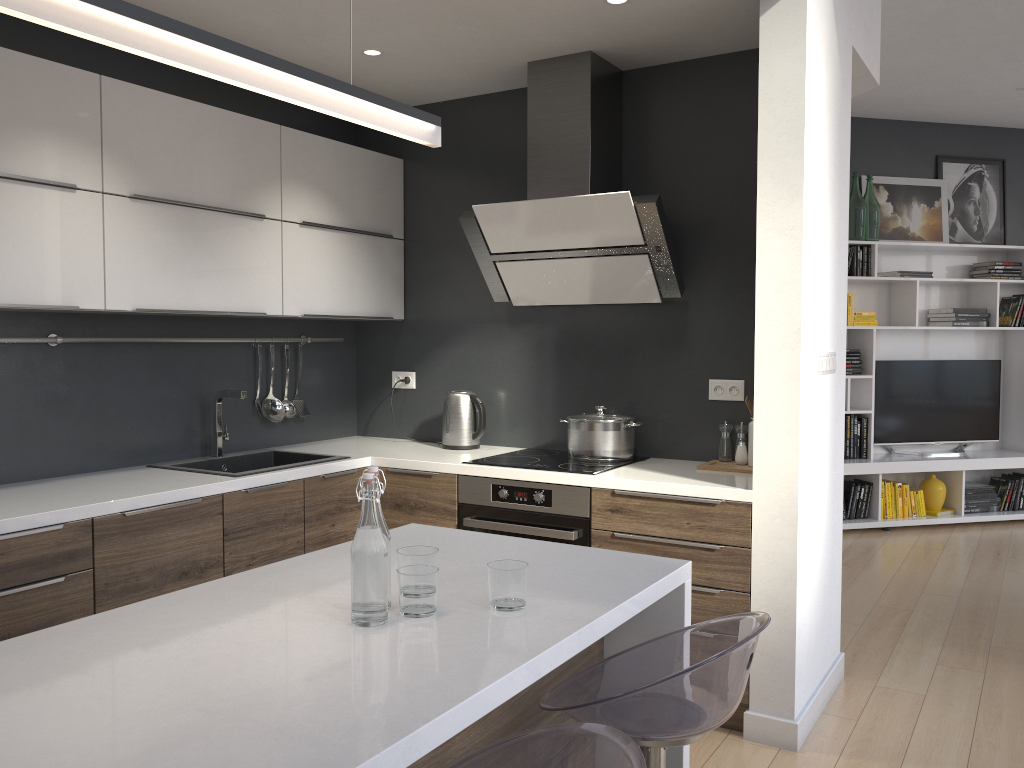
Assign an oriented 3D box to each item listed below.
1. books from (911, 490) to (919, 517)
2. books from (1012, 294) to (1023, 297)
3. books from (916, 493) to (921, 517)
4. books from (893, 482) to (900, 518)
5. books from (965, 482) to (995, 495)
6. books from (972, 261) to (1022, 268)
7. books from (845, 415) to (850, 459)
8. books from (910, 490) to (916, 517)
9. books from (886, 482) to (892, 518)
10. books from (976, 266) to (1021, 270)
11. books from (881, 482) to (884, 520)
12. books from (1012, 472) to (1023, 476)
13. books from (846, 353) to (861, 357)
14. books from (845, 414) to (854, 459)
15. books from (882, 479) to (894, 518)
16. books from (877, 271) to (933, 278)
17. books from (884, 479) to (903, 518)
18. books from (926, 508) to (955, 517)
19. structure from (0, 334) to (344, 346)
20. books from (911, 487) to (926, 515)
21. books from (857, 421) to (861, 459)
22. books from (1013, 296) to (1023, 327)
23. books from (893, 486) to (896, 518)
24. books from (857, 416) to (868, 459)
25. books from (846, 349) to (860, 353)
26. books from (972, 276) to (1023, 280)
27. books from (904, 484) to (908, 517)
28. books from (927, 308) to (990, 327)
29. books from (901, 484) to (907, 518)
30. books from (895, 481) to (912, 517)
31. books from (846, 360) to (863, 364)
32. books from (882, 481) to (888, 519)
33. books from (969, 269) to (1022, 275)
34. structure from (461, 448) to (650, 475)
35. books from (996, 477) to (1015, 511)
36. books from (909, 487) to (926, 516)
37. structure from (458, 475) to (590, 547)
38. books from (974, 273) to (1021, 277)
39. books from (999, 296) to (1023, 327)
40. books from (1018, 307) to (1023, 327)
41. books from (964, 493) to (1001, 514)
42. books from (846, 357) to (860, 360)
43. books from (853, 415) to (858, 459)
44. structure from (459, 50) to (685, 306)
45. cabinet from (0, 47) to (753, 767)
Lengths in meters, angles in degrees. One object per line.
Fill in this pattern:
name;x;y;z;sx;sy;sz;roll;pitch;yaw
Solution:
books;2.902;0.862;6.464;0.046;0.187;0.134;-1;3;-14
books;3.883;-0.558;6.766;0.075;0.254;0.192;-1;3;-15
books;2.924;0.873;6.457;0.049;0.169;0.113;-1;3;-15
books;2.739;0.831;6.433;0.041;0.252;0.180;-1;3;-14
books;3.420;0.784;6.683;0.310;0.047;0.250;-1;3;-18
books;3.674;-0.901;6.719;0.266;0.030;0.209;-1;3;-20
books;2.376;0.379;6.454;0.034;0.314;0.237;-1;3;-14
books;2.880;0.862;6.466;0.056;0.188;0.138;-1;3;-14
books;2.667;0.828;6.430;0.066;0.258;0.198;-1;3;-14
books;3.680;-0.874;6.710;0.246;0.026;0.180;-1;3;-11
books;2.601;0.824;6.386;0.029;0.270;0.204;-1;3;-14
books;3.872;0.814;6.747;0.066;0.260;0.197;-1;3;-14
books;2.345;-0.215;6.433;0.284;0.030;0.214;0;3;-5
books;2.407;0.372;6.465;0.026;0.326;0.237;-1;3;-14
books;2.697;0.825;6.436;0.038;0.267;0.202;-1;3;-14
books;2.879;-0.795;6.515;0.310;0.047;0.250;-1;3;-18
books;2.761;0.831;6.450;0.055;0.252;0.185;-1;3;-15
books;3.097;0.936;6.572;0.204;0.029;0.270;-2;3;-29
structure;-1.638;-0.158;3.190;0.050;0.045;3.000;2;3;31
books;2.966;0.858;6.492;0.046;0.193;0.149;-1;3;-13
books;2.470;0.398;6.475;0.028;0.272;0.200;-1;3;-14
books;3.796;-0.546;6.745;0.096;0.234;0.187;-1;3;-14
books;2.719;0.845;6.425;0.042;0.230;0.156;-1;3;-16
books;2.509;0.386;6.485;0.051;0.297;0.230;-1;3;-14
books;2.353;-0.241;6.405;0.246;0.026;0.180;0;3;-6
books;3.674;-0.795;6.716;0.284;0.030;0.214;0;3;-10
books;2.814;0.838;6.463;0.043;0.235;0.171;-1;3;-16
books;3.355;-0.496;6.668;0.343;0.137;0.277;-1;3;-19
books;2.796;0.837;6.438;0.043;0.240;0.169;-1;3;-15
books;2.843;0.837;6.480;0.056;0.235;0.172;-1;3;-15
books;2.347;-0.163;6.412;0.284;0.030;0.214;0;3;-5
books;2.634;0.823;6.416;0.048;0.271;0.213;-1;3;-14
books;3.670;-0.847;6.737;0.284;0.030;0.214;0;3;-10
structure;0.192;0.317;3.694;0.600;0.006;0.550;2;3;31
books;3.690;0.829;6.704;0.096;0.234;0.187;-1;3;-14
books;2.945;0.859;6.478;0.067;0.193;0.148;-1;3;-13
structure;0.168;0.661;3.671;0.587;0.588;0.584;2;3;31
books;3.671;-0.821;6.718;0.264;0.020;0.189;-1;3;-15
books;3.765;-0.546;6.732;0.104;0.234;0.182;-1;3;-14
books;3.830;-0.546;6.739;0.081;0.233;0.169;-1;3;-15
books;3.431;0.877;6.668;0.343;0.137;0.277;-1;3;-19
books;2.345;-0.188;6.414;0.264;0.020;0.189;0;3;-10
books;2.436;0.378;6.472;0.034;0.315;0.239;-1;3;-14
structure;0.242;-0.838;3.708;0.898;0.998;0.407;2;3;31
cabinet;-0.997;0.002;1.995;2.402;2.501;4.694;2;3;31
